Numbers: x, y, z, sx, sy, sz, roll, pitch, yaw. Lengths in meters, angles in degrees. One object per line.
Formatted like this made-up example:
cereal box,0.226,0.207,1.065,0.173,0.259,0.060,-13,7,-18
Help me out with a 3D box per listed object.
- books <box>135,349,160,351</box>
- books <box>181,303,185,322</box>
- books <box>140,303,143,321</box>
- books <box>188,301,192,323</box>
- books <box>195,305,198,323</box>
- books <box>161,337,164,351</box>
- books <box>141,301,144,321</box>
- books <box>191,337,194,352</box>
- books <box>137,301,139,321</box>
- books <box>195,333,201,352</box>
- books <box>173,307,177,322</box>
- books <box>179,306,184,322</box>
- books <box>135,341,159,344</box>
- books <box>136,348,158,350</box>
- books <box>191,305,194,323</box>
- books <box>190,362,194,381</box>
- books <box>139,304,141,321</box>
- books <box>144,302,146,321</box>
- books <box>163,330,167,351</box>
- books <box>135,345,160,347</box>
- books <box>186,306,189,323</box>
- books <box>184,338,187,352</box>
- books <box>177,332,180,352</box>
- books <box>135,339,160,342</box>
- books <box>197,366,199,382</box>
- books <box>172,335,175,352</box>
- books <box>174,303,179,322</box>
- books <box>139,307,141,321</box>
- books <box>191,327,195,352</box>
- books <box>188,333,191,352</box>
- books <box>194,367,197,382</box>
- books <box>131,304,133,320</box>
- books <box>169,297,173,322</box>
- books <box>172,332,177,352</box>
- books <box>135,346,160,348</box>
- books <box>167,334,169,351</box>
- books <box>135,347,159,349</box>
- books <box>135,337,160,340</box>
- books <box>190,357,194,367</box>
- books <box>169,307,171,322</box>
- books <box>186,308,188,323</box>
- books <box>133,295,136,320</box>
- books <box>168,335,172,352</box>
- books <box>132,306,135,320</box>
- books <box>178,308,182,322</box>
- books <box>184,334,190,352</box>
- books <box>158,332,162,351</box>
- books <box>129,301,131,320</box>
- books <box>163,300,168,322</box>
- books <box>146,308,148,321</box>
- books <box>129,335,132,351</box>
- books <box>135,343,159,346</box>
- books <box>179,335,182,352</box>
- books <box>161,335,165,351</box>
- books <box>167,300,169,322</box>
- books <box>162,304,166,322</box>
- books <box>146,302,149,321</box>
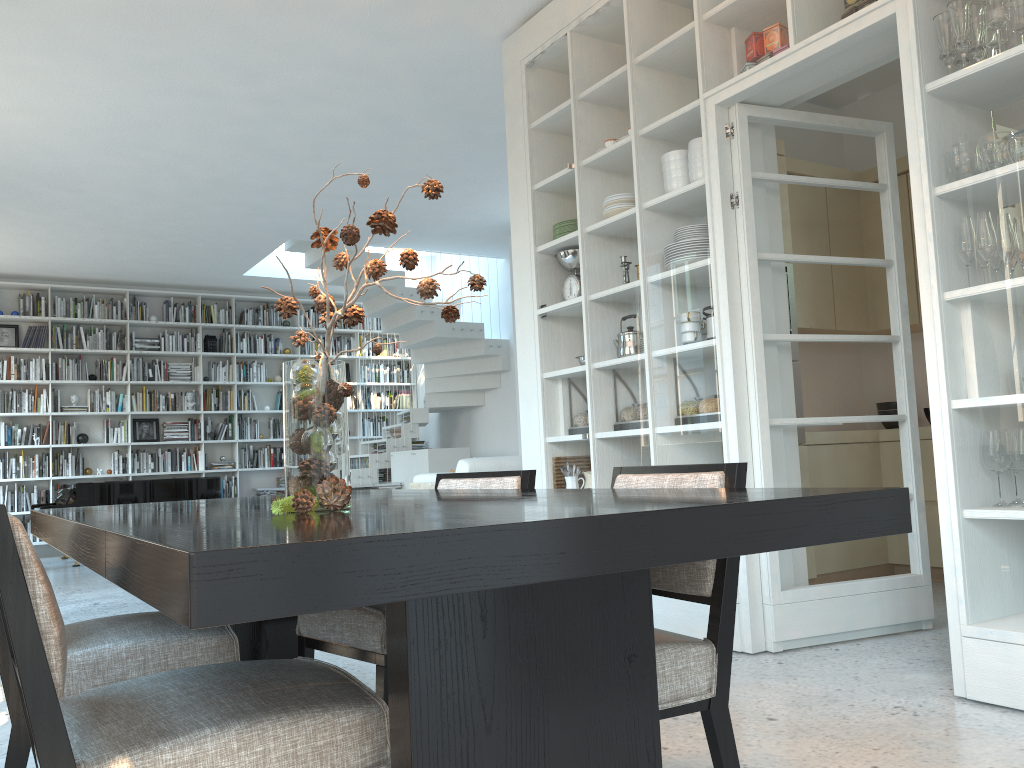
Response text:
books,-4.500,-0.407,10.914,0.285,0.012,0.159,0,-6,-29
books,-4.142,-0.877,11.164,0.010,0.270,0.180,0,-5,-32
books,-4.572,-0.866,10.926,0.014,0.248,0.139,0,-5,-32
books,-4.082,-0.892,11.232,0.012,0.308,0.138,0,-5,-32
books,-4.019,-0.866,11.269,0.022,0.257,0.137,0,-5,-32
books,-4.350,-0.471,11.002,0.025,0.187,0.193,0,-6,-32
books,-4.557,-0.874,10.928,0.013,0.264,0.147,0,-5,-32
books,-4.044,-0.476,11.190,0.029,0.202,0.191,0,-6,-32
books,-4.597,-0.876,10.888,0.011,0.264,0.163,0,-5,-32
books,-3.969,-0.499,11.174,0.037,0.237,0.272,0,-6,-32
books,-4.243,-0.846,11.111,0.050,0.210,0.173,0,-5,-32
books,-4.163,-0.858,11.166,0.023,0.236,0.154,0,-5,-32
books,-4.503,-0.498,10.920,0.254,0.025,0.161,1,-6,-36
books,-4.499,-0.420,10.911,0.254,0.012,0.161,0,-6,-27
books,-4.060,-0.861,11.234,0.028,0.243,0.161,0,-5,-32
books,-4.031,-0.137,11.162,0.012,0.254,0.161,0,-5,-32
books,-4.587,-0.857,10.931,0.006,0.232,0.136,0,-5,-32
books,-4.533,-0.870,10.935,0.005,0.255,0.168,0,-5,-32
books,-4.310,-0.520,11.018,0.011,0.284,0.190,0,-5,-32
books,-4.504,-0.455,10.919,0.285,0.012,0.159,1,-6,-34
books,-4.115,-0.854,11.223,0.026,0.233,0.137,0,-5,-32
books,-4.119,-0.470,11.142,0.029,0.188,0.176,0,-6,-32
books,-4.195,-0.510,11.107,0.023,0.269,0.185,0,-5,-32
books,-4.506,-0.522,10.925,0.285,0.024,0.159,0,-6,-30
books,-3.987,-0.110,11.209,0.030,0.205,0.158,0,-5,-32
books,-4.240,-0.485,11.077,0.028,0.219,0.183,0,-5,-32
books,-4.221,-0.874,11.149,0.028,0.269,0.140,0,-5,-32
books,-4.588,-0.840,10.905,0.023,0.195,0.172,0,-6,-32
books,-4.035,-0.541,11.214,0.012,0.334,0.156,0,-5,-32
books,-4.078,-0.504,11.189,0.029,0.261,0.133,0,-5,-32
books,-4.009,-0.108,11.189,0.029,0.198,0.172,0,-6,-32
books,-4.673,-0.856,10.862,0.023,0.227,0.157,0,-5,-32
books,-4.269,-0.907,11.096,0.010,0.331,0.186,0,-5,-32
books,-4.228,-0.510,11.111,0.029,0.273,0.140,0,-5,-32
books,-4.502,-0.444,10.916,0.285,0.012,0.159,1,-6,-35
books,-4.304,-0.495,11.038,0.021,0.237,0.171,0,-5,-32
books,-4.502,-0.432,10.916,0.254,0.012,0.161,1,-6,-35
books,-4.510,-0.546,10.931,0.285,0.024,0.159,0,-6,-32
books,-4.031,-0.167,11.185,0.012,0.318,0.140,0,-5,-32
books,-4.295,-0.844,11.099,0.031,0.208,0.147,0,-5,-32
books,-4.112,-0.843,11.171,0.023,0.202,0.193,0,-6,-32
books,-4.638,-0.912,10.890,0.014,0.340,0.145,0,-5,-32
books,-4.273,-0.484,11.054,0.027,0.216,0.190,0,-6,-32
books,-4.645,-0.841,10.863,0.026,0.194,0.166,0,-5,-32
books,-4.183,-0.842,11.146,0.033,0.202,0.166,0,-5,-32
books,-4.095,-0.499,11.159,0.032,0.248,0.173,0,-5,-32
books,-4.369,-0.503,10.999,0.012,0.254,0.161,0,-5,-32
books,-4.684,-0.871,10.834,0.026,0.253,0.185,0,-5,-32
books,-4.323,-0.888,11.063,0.014,0.292,0.176,0,-5,-32
books,-4.519,-0.835,10.951,0.010,0.186,0.152,0,-5,-32
books,-4.664,-0.480,10.804,0.027,0.201,0.167,0,-5,-32
books,-4.500,-0.474,10.915,0.285,0.024,0.159,0,-6,-27
books,-4.170,-0.487,11.110,0.023,0.222,0.191,0,-5,-32
books,-4.345,-0.485,11.041,0.024,0.223,0.128,0,-5,-32
books,-4.308,-0.889,11.081,0.011,0.296,0.157,0,-5,-32
books,-4.342,-0.863,11.069,0.012,0.245,0.151,0,-5,-32
books,-4.509,-0.870,10.954,0.011,0.256,0.143,0,-5,-32
